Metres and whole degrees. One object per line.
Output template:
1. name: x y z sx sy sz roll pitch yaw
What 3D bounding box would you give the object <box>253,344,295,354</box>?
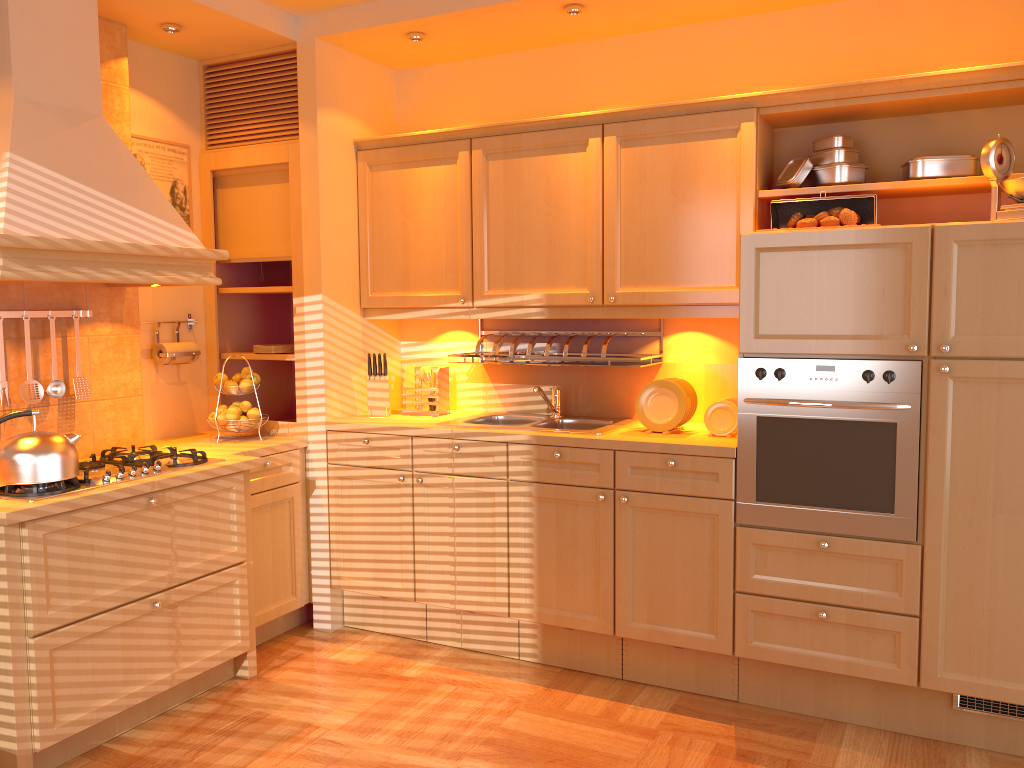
1. object: -1.112 -0.166 4.208 0.222 0.039 0.222 4 7 44

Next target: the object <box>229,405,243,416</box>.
1. object: -1.213 0.121 3.886 0.063 0.061 0.063 0 5 1

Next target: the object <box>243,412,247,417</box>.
1. object: -1.175 0.124 3.959 0.057 0.059 0.058 -1 5 -9

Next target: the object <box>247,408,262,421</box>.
1. object: -1.130 0.133 3.888 0.064 0.060 0.063 4 7 42

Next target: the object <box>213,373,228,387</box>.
1. object: -1.283 -0.017 3.909 0.063 0.064 0.061 3 6 36

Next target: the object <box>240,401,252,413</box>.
1. object: -1.169 0.099 3.893 0.050 0.052 0.049 3 6 35

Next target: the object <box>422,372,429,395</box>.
1. object: -0.391 0.040 4.108 0.042 0.192 0.040 -2 5 -12

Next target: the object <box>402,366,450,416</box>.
1. object: -0.404 0.029 4.157 0.200 0.221 0.103 2 6 27

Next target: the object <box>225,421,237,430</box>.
1. object: -1.232 0.180 3.896 0.052 0.056 0.057 -1 5 -10

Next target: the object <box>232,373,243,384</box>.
1. object: -1.217 -0.024 3.936 0.050 0.051 0.051 -4 6 -38

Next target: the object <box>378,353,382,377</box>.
1. object: -0.605 -0.009 4.069 0.019 0.265 0.038 0 5 10

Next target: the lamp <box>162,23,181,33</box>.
1. lamp: -1.381 -1.440 3.593 0.070 0.021 0.070 0 5 10

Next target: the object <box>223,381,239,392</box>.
1. object: -1.234 0.016 3.897 0.064 0.058 0.063 -1 5 -7

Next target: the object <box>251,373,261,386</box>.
1. object: -1.152 -0.020 3.956 0.058 0.060 0.057 -5 7 -41

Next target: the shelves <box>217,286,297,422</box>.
1. shelves: -1.040 -0.117 4.344 0.600 0.702 0.582 2 6 27

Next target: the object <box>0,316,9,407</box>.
1. object: -1.790 -0.079 3.114 0.006 0.319 0.028 2 6 27

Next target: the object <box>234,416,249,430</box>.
1. object: -1.179 0.168 3.869 0.064 0.062 0.064 1 5 14

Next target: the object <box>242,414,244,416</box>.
1. object: -1.231 0.127 3.983 0.058 0.055 0.059 3 6 34

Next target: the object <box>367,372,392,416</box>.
1. object: -0.612 0.047 4.087 0.100 0.200 0.070 0 5 1

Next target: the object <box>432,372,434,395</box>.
1. object: -0.370 0.041 4.131 0.018 0.196 0.023 2 6 32

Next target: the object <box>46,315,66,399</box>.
1. object: -1.711 -0.100 3.293 0.037 0.309 0.077 2 5 27

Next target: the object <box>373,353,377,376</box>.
1. object: -0.629 -0.009 4.069 0.019 0.265 0.038 0 5 10

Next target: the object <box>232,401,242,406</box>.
1. object: -1.216 0.097 3.937 0.051 0.048 0.050 -3 6 -29

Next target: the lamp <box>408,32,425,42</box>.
1. lamp: -0.404 -1.462 3.738 0.070 0.021 0.070 -2 5 -12

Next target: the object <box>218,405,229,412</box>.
1. object: -1.270 0.120 3.910 0.055 0.058 0.056 -3 6 -27

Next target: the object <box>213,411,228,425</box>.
1. object: -1.265 0.149 3.857 0.063 0.063 0.063 3 6 38

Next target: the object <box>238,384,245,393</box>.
1. object: -1.197 0.009 3.964 0.058 0.059 0.058 -4 6 -31

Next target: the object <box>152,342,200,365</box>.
1. object: -1.494 -0.138 3.948 0.096 0.094 0.186 2 6 27

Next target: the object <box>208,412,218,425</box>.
1. object: -1.308 0.152 3.908 0.056 0.057 0.053 0 5 4

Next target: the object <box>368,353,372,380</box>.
1. object: -0.651 -0.009 4.069 0.019 0.265 0.037 -1 5 -9

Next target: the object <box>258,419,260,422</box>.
1. object: -1.159 0.148 4.007 0.059 0.059 0.058 -2 5 -19

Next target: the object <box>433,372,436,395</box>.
1. object: -0.363 0.043 4.109 0.022 0.196 0.018 2 6 31

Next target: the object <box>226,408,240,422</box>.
1. object: -1.205 0.133 3.831 0.056 0.063 0.065 0 5 3

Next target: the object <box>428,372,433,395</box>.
1. object: -0.374 0.043 4.110 0.020 0.196 0.017 -4 6 -37

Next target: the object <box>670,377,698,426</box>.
1. object: 0.648 0.074 3.574 0.205 0.200 0.049 2 6 29

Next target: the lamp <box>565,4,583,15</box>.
1. lamp: 0.239 -1.440 3.414 0.070 0.021 0.070 -3 5 -23

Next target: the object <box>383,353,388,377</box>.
1. object: -0.581 -0.009 4.068 0.019 0.265 0.037 0 5 10

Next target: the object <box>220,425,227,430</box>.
1. object: -1.270 0.181 3.933 0.046 0.043 0.047 -2 5 -13

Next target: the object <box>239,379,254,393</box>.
1. object: -1.169 0.007 3.907 0.063 0.063 0.064 4 7 44

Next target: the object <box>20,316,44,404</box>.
1. object: -1.739 -0.087 3.201 0.017 0.320 0.090 2 6 27

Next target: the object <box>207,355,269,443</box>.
1. object: -1.216 0.058 3.932 0.265 0.376 0.265 -2 5 -14

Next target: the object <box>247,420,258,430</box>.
1. object: -1.159 0.172 3.933 0.063 0.061 0.064 0 5 5

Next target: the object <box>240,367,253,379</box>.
1. object: -1.171 -0.046 3.916 0.055 0.059 0.058 -2 5 -17

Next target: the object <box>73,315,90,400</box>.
1. object: -1.646 -0.101 3.378 0.020 0.323 0.061 2 6 27
